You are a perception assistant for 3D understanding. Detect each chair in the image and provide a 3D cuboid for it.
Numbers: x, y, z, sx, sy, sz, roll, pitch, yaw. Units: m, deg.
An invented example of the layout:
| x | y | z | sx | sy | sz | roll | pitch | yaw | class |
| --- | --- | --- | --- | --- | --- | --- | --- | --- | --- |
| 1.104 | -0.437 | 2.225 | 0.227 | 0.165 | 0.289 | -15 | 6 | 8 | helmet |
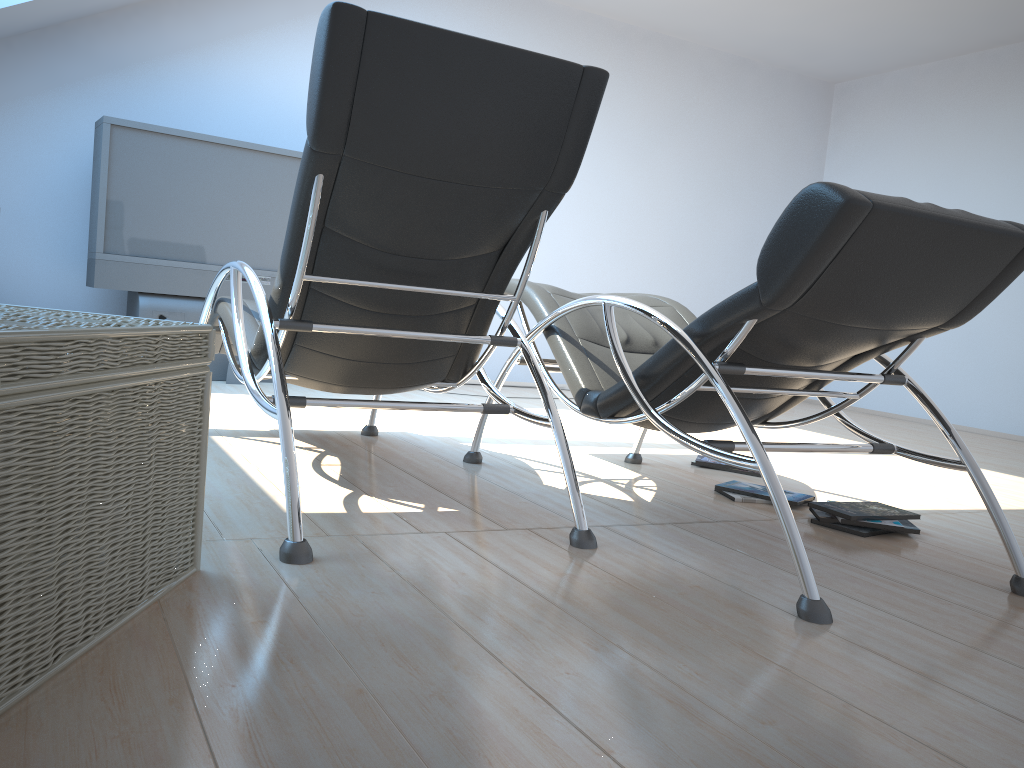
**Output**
| x | y | z | sx | sy | sz | roll | pitch | yaw | class |
| --- | --- | --- | --- | --- | --- | --- | --- | --- | --- |
| 0.558 | -0.071 | 2.951 | 0.836 | 0.953 | 2.114 | 3 | 5 | -28 | chair |
| -0.522 | -0.323 | 2.922 | 0.836 | 1.251 | 1.938 | 3 | 5 | -28 | chair |

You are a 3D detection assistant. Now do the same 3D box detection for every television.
| x | y | z | sx | sy | sz | roll | pitch | yaw | class |
| --- | --- | --- | --- | --- | --- | --- | --- | --- | --- |
| -1.702 | -0.754 | 5.542 | 1.686 | 1.446 | 0.400 | 2 | 6 | -33 | television |

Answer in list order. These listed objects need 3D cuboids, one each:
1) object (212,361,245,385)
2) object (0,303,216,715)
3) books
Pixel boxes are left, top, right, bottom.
| x | y | z | sx | sy | sz | roll | pitch | yaw | class |
| --- | --- | --- | --- | --- | --- | --- | --- | --- | --- |
| -2.149 | -0.110 | 5.191 | 1.163 | 0.141 | 0.394 | 6 | 5 | 0 | object |
| -1.005 | 0.127 | 1.469 | 0.745 | 0.518 | 0.744 | 6 | 5 | 1 | object |
| -0.593 | 0.076 | 4.284 | 4.790 | 0.222 | 1.045 | 8 | 5 | 29 | books |
